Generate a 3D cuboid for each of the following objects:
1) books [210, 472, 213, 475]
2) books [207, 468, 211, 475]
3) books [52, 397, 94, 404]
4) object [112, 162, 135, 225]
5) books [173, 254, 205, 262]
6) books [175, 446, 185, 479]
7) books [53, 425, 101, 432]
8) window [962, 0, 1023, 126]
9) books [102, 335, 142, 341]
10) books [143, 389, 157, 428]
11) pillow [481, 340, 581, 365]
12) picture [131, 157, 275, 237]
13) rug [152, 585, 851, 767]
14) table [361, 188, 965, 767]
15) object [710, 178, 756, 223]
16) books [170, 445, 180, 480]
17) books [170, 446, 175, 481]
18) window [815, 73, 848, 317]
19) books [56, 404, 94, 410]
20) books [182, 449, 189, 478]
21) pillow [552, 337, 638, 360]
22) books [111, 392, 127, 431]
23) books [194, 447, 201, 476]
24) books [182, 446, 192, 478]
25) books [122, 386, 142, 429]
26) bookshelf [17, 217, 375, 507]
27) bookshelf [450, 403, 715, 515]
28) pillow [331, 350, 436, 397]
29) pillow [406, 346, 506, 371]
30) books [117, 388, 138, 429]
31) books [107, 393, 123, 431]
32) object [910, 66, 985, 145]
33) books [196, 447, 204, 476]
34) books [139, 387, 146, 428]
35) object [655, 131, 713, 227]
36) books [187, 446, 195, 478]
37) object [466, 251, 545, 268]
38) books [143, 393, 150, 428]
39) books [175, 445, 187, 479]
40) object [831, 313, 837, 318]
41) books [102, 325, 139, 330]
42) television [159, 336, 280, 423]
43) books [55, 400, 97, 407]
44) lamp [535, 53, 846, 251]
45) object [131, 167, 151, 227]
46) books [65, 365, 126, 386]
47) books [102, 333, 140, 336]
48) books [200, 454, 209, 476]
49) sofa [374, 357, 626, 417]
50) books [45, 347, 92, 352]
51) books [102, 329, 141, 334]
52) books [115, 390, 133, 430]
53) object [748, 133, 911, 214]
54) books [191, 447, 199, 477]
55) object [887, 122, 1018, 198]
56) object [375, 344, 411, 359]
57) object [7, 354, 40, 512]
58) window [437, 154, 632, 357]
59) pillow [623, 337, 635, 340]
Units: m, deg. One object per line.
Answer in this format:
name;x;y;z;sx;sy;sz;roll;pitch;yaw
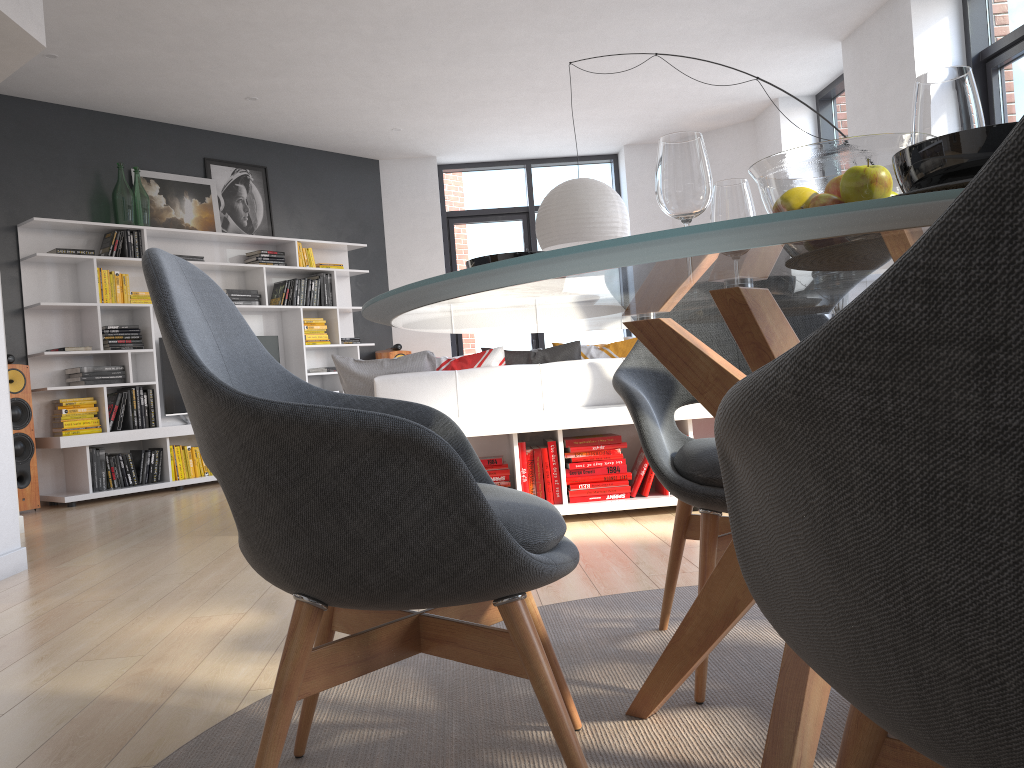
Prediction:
books;-2.456;0.647;7.118;0.113;0.169;0.049;-4;0;40
books;-2.478;0.639;7.112;0.134;0.187;0.046;-4;0;41
books;-3.248;0.122;6.559;0.234;0.024;0.171;-5;0;-45
object;-3.007;-1.458;6.852;0.157;0.507;0.157;-5;0;-35
books;-2.701;-1.002;7.198;0.250;0.047;0.310;-4;0;37
books;-2.656;0.618;6.951;0.198;0.258;0.066;-4;0;41
books;-3.208;0.329;6.533;0.213;0.025;0.269;-4;0;44
window;3.094;-1.408;5.054;0.170;2.402;1.310;-4;0;-4
books;-3.012;-0.347;6.788;0.284;0.030;0.214;-5;0;-40
books;-2.863;0.194;6.921;0.230;0.297;0.051;-4;0;41
pillow;0.897;-0.070;4.835;2.120;0.436;0.608;-4;0;-8
picture;-2.602;-1.588;7.563;0.076;0.707;1.279;-4;0;41
rug;0.574;0.606;1.377;2.499;0.010;2.499;-5;0;-31
table;0.554;0.218;1.376;1.499;0.764;1.499;-4;0;-14
object;0.415;-0.266;1.651;0.083;0.220;0.083;-5;0;-32
books;-2.675;0.613;6.920;0.213;0.271;0.048;-4;0;41
books;-2.685;0.614;6.877;0.204;0.270;0.029;-4;0;41
window;2.949;-1.410;7.350;0.170;2.402;1.310;-4;0;-4
books;-3.229;0.170;6.547;0.238;0.023;0.167;-5;0;-33
books;-2.608;0.630;6.975;0.156;0.230;0.042;-4;0;40
pillow;1.064;-0.070;5.383;0.630;0.440;2.095;-4;0;43
books;-3.013;0.209;6.743;0.210;0.289;0.100;-4;0;40
books;-2.553;0.621;7.062;0.171;0.235;0.043;-4;0;40
books;-2.598;0.616;6.994;0.180;0.252;0.041;-4;0;41
books;-2.936;0.185;6.847;0.237;0.326;0.026;-4;0;41
bookshelf;-2.356;-0.228;7.418;0.455;2.052;3.000;-4;0;41
bookshelf;0.811;0.327;4.155;2.600;0.500;0.356;-4;0;-4
pillow;0.455;-0.042;5.131;2.953;0.453;0.647;-4;0;-16
pillow;0.574;-0.019;4.806;2.250;0.449;0.575;-4;0;-6
books;-2.955;0.193;6.820;0.237;0.314;0.034;-4;0;41
books;-3.060;0.216;6.716;0.232;0.284;0.142;-4;0;41
object;0.541;-0.272;1.096;0.083;0.220;0.083;-5;0;-43
books;-2.538;0.619;7.091;0.172;0.235;0.056;-4;0;40
books;-2.916;0.190;6.870;0.239;0.315;0.034;-4;0;41
object;0.255;-0.252;1.298;0.083;0.220;0.083;-4;0;25
books;-2.590;0.616;7.020;0.185;0.252;0.055;-4;0;40
object;0.009;-0.162;1.415;0.258;0.074;0.258;-5;0;-23
books;-2.887;0.207;6.890;0.200;0.272;0.028;-4;0;41
books;-2.635;0.613;6.973;0.202;0.267;0.038;-4;0;42
object;1.585;-0.356;4.183;0.406;0.744;0.607;-4;0;36
books;-3.012;-0.426;6.788;0.246;0.026;0.180;-5;0;-41
television;-2.430;-0.048;7.486;0.207;0.704;1.102;-4;0;41
books;-3.222;0.145;6.551;0.234;0.024;0.171;-5;0;-45
lamp;1.594;-0.815;5.011;3.199;2.647;0.710;-4;0;32
object;-2.947;-1.463;7.007;0.157;0.507;0.157;-5;0;-35
books;-3.132;-0.057;6.667;0.277;0.137;0.343;-4;0;41
books;-3.017;-0.372;6.789;0.189;0.020;0.264;-4;0;45
books;-2.498;0.640;7.101;0.138;0.188;0.056;-4;0;41
sofa;0.451;0.230;5.620;3.424;0.732;2.614;-4;0;-4
books;-3.247;-0.246;6.503;0.266;0.030;0.209;-4;0;35
books;-3.031;-0.397;6.806;0.284;0.030;0.214;-5;0;-40
books;-2.971;0.202;6.793;0.213;0.301;0.028;-4;0;41
object;0.513;-0.254;1.361;0.278;0.184;0.278;-4;0;5
books;-2.554;0.619;7.031;0.169;0.240;0.043;-4;0;40
object;0.455;-0.193;0.852;0.258;0.074;0.258;-4;0;16
object;-1.162;0.157;8.750;0.290;1.088;0.434;-5;0;-34
object;-3.521;0.352;6.075;0.434;1.088;0.290;-4;0;26
window;0.258;-1.217;9.609;1.960;2.402;0.170;-4;0;-4
pillow;1.244;-0.104;5.644;0.580;0.456;2.156;-4;0;22
